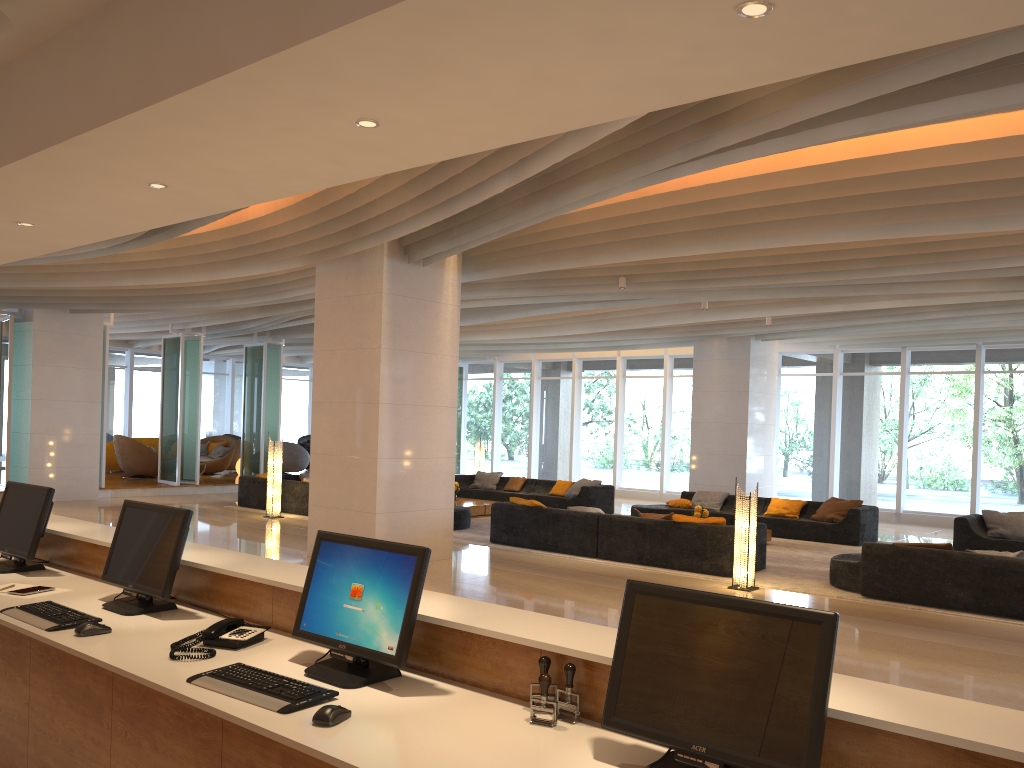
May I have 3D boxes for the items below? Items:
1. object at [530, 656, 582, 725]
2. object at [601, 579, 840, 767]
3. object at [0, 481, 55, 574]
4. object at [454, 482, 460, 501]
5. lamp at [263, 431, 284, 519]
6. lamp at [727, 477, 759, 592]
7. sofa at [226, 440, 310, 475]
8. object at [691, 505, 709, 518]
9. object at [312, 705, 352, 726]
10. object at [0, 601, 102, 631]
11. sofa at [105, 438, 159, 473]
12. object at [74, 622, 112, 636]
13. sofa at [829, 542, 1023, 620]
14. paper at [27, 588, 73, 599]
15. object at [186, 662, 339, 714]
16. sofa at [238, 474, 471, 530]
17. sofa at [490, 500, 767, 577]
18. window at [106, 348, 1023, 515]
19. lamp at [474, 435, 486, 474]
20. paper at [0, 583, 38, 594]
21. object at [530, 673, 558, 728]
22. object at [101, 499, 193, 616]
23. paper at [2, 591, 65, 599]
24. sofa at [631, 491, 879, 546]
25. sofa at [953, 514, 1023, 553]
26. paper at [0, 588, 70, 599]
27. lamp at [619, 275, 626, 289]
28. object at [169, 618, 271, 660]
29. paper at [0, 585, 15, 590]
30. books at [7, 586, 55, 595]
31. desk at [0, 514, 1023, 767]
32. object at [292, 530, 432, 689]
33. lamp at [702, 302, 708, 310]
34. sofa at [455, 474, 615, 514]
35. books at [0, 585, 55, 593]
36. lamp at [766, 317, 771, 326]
[{"bbox_3d":[0.128,0.846,2.471,0.169,0.158,0.072,1,-1,37],"label":"object"},{"bbox_3d":[0.488,0.704,2.057,0.527,0.435,0.360,1,-1,40],"label":"object"},{"bbox_3d":[-2.475,0.729,4.545,0.527,0.435,0.360,1,-1,40],"label":"object"},{"bbox_3d":[-1.098,2.018,16.753,0.239,0.377,0.263,2,-1,-18],"label":"object"},{"bbox_3d":[-3.996,1.527,14.935,0.246,1.451,0.254,2,0,40],"label":"lamp"},{"bbox_3d":[2.504,1.600,9.517,0.246,1.198,0.254,2,0,40],"label":"lamp"},{"bbox_3d":[-6.733,1.951,23.783,2.562,0.901,1.110,2,-2,-1],"label":"sofa"},{"bbox_3d":[2.777,1.966,13.109,0.240,0.377,0.262,2,-1,-28],"label":"object"},{"bbox_3d":[-0.482,0.878,2.375,0.070,0.042,0.122,1,-3,20],"label":"object"},{"bbox_3d":[-1.797,0.898,3.445,0.465,0.031,0.197,0,-4,40],"label":"object"},{"bbox_3d":[-9.499,1.813,22.802,1.092,0.900,2.604,1,-3,30],"label":"sofa"},{"bbox_3d":[-1.523,0.886,3.224,0.069,0.042,0.123,0,-3,42],"label":"object"},{"bbox_3d":[4.436,1.951,9.297,2.213,0.576,1.380,0,-3,40],"label":"sofa"},{"bbox_3d":[-2.097,0.923,3.926,0.164,0.001,0.233,1,-3,22],"label":"paper"},{"bbox_3d":[-0.743,0.891,2.616,0.465,0.031,0.197,0,-3,36],"label":"object"},{"bbox_3d":[-2.300,2.020,15.983,4.997,0.653,2.877,0,-4,40],"label":"sofa"},{"bbox_3d":[1.387,1.962,11.617,3.710,0.582,0.959,0,-3,40],"label":"sofa"},{"bbox_3d":[3.867,0.814,18.047,54.274,3.220,22.241,2,-3,5],"label":"window"},{"bbox_3d":[-0.741,1.893,20.227,0.246,1.451,0.254,2,0,40],"label":"lamp"},{"bbox_3d":[-2.278,0.920,3.989,0.165,0.001,0.232,1,-3,17],"label":"paper"},{"bbox_3d":[0.087,0.851,2.398,0.078,0.137,0.044,2,0,25],"label":"object"},{"bbox_3d":[-1.496,0.720,3.723,0.527,0.435,0.360,1,-1,40],"label":"object"},{"bbox_3d":[-2.108,0.922,3.924,0.164,0.001,0.233,1,-3,22],"label":"paper"},{"bbox_3d":[3.909,2.209,14.956,4.070,0.582,1.376,0,-3,39],"label":"sofa"},{"bbox_3d":[8.091,2.183,11.629,1.363,0.582,4.108,4,-3,-43],"label":"sofa"},{"bbox_3d":[-2.108,0.922,3.924,0.164,0.001,0.233,1,-3,23],"label":"paper"},{"bbox_3d":[1.457,-1.993,11.508,0.087,1.506,0.090,2,0,31],"label":"lamp"},{"bbox_3d":[-1.057,0.881,3.085,0.257,0.073,0.390,1,-3,18],"label":"object"},{"bbox_3d":[-2.258,0.911,3.963,0.009,0.009,0.125,2,-3,0],"label":"paper"},{"bbox_3d":[-2.126,0.914,3.927,0.099,0.009,0.164,1,-3,21],"label":"books"},{"bbox_3d":[-1.562,1.253,3.658,6.551,1.050,0.914,0,-2,40],"label":"desk"},{"bbox_3d":[-0.459,0.712,2.852,0.527,0.435,0.360,1,-1,40],"label":"object"},{"bbox_3d":[2.898,-1.862,13.214,0.088,1.506,0.090,2,0,13],"label":"lamp"},{"bbox_3d":[0.317,2.250,18.197,3.710,0.582,0.959,0,-3,40],"label":"sofa"},{"bbox_3d":[-2.186,0.918,3.965,0.188,0.009,0.164,1,-3,11],"label":"books"},{"bbox_3d":[4.335,-1.732,14.902,0.087,1.506,0.090,2,0,31],"label":"lamp"}]
